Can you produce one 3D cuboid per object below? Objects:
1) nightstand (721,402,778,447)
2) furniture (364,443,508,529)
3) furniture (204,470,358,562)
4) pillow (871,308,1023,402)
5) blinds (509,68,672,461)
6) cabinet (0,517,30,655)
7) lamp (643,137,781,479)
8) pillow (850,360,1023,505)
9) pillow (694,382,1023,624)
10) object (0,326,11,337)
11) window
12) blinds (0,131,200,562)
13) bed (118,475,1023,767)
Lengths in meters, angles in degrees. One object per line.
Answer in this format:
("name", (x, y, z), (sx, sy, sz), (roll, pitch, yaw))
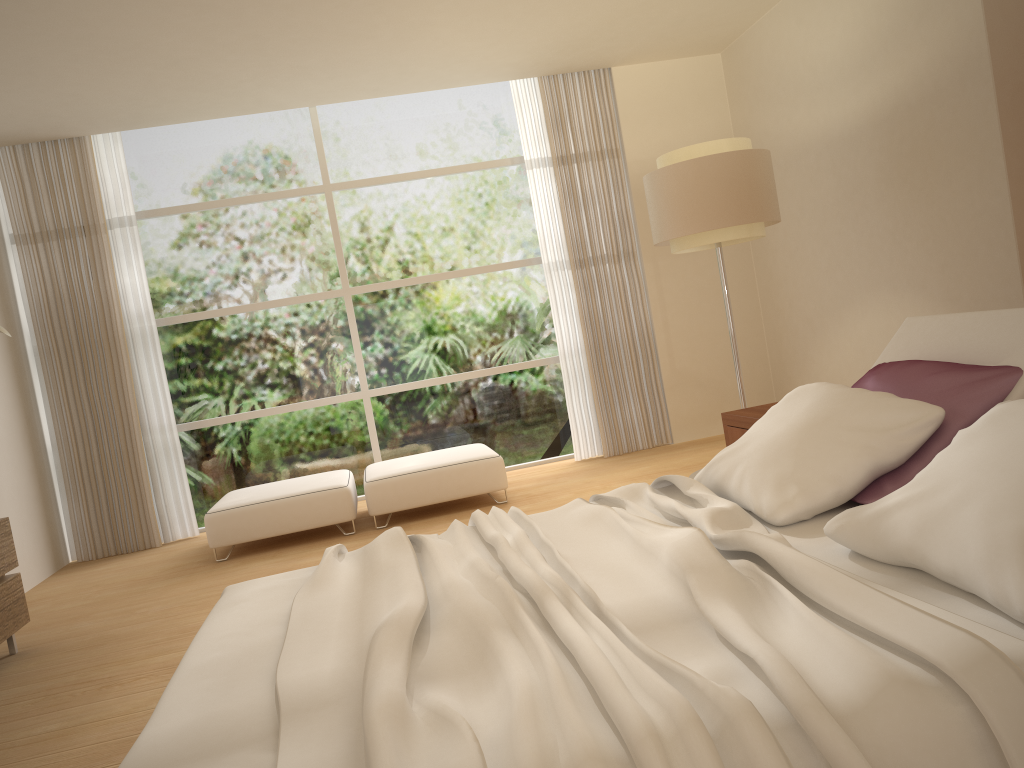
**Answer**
("nightstand", (1.685, 0.425, 2.478), (0.493, 0.539, 4.220), (-10, 3, -9))
("furniture", (-0.567, 0.701, 6.374), (0.965, 0.346, 0.964), (-10, 3, -9))
("furniture", (-1.574, 0.887, 6.214), (0.965, 0.346, 0.964), (-10, 3, -9))
("pillow", (1.554, 0.016, 2.448), (0.461, 0.457, 1.779), (-11, 3, -10))
("blinds", (0.632, -1.083, 7.191), (0.814, 3.351, 0.202), (-11, 3, -10))
("cabinet", (-2.405, 1.081, 2.506), (0.588, 0.662, 3.713), (-10, 3, -9))
("lamp", (1.342, -0.433, 5.468), (0.817, 2.018, 0.817), (-8, 4, 34))
("pillow", (1.249, 0.146, 2.392), (0.575, 0.369, 1.683), (-10, 3, -9))
("pillow", (0.990, 0.209, 2.344), (0.561, 0.339, 1.720), (-10, 3, -9))
("object", (-2.609, 0.136, 4.116), (0.608, 1.085, 0.515), (-7, 4, 39))
("window", (-1.342, -0.744, 7.190), (4.781, 3.371, 0.071), (-10, 3, -9))
("blinds", (-3.149, -0.387, 6.643), (0.950, 3.352, 0.211), (-11, 3, -10))
("bed", (0.314, 0.667, 2.204), (2.535, 0.570, 2.599), (-10, 3, -9))
